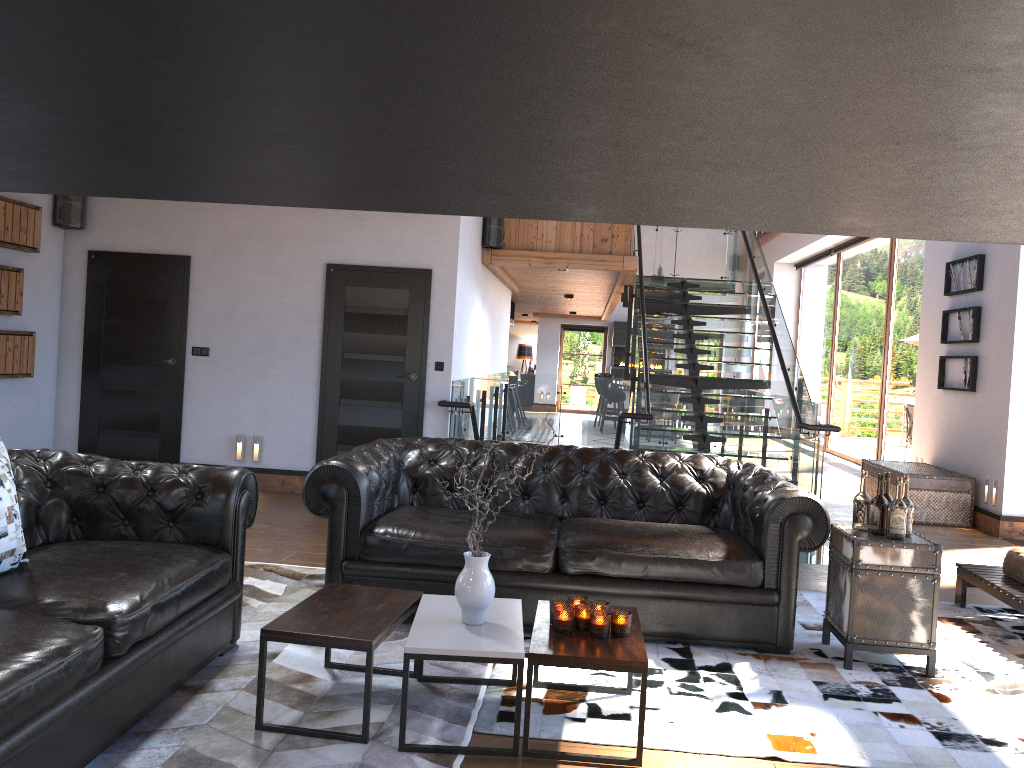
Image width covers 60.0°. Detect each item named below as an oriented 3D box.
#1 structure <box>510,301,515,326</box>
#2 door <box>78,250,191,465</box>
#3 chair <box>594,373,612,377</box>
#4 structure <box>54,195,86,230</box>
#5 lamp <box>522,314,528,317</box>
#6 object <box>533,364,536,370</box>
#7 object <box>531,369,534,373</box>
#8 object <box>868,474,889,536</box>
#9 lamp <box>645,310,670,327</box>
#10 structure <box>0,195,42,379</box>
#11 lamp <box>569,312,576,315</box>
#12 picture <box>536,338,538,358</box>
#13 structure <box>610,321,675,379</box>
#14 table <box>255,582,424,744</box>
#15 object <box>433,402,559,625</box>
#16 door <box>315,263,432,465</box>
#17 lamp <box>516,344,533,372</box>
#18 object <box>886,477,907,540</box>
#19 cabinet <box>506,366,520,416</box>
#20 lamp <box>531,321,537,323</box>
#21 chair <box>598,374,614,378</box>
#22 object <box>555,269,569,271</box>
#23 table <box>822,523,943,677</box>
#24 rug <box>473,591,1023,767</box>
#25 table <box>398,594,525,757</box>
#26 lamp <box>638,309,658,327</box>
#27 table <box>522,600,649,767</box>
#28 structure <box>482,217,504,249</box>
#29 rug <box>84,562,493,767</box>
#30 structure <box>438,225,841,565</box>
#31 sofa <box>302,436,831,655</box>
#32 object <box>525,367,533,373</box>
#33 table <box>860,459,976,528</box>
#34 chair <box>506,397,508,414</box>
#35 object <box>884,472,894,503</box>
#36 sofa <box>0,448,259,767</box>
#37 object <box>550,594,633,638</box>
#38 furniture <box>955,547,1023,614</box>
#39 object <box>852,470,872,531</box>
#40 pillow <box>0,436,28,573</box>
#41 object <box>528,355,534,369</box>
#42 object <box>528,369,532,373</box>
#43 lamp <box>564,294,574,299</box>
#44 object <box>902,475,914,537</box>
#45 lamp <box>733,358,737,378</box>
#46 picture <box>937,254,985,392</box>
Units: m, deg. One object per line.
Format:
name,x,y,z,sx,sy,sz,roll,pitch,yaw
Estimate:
structure,-0.434,-1.386,16.408,0.710,0.476,3.256,4,2,4
door,-3.402,-0.149,7.981,0.940,2.055,0.144,4,1,3
chair,1.846,0.340,17.134,0.571,1.092,0.502,3,1,-12
structure,-3.931,-1.556,7.880,0.213,0.349,0.214,4,1,4
lamp,0.328,-1.739,22.344,0.155,0.068,0.261,4,2,4
object,0.514,-0.377,22.474,0.209,0.270,0.287,4,1,4
object,0.504,-0.293,21.997,0.107,0.135,0.098,4,2,35
object,1.737,0.566,4.190,0.088,0.286,0.087,3,1,-18
lamp,2.818,-3.405,16.363,0.629,4.683,0.614,3,1,-41
structure,-4.236,-0.759,6.602,0.320,1.444,1.856,4,2,4
lamp,1.372,-1.596,19.946,0.155,0.068,0.261,4,2,4
picture,0.656,-0.995,22.278,0.020,0.781,0.564,4,1,4
structure,3.114,-0.636,21.274,1.442,1.649,0.434,4,1,3
table,-0.620,1.017,3.329,0.399,0.350,0.653,4,2,9
object,-0.093,0.470,3.280,0.404,0.808,0.623,4,1,15
door,-1.231,-0.013,7.859,0.940,2.055,0.144,4,1,3
lamp,0.870,-0.320,26.709,1.640,1.698,0.520,3,1,-18
object,1.785,0.572,4.106,0.087,0.286,0.088,4,1,14
cabinet,-0.505,0.211,16.623,0.887,1.103,4.810,4,2,4
lamp,0.651,-1.851,26.322,0.155,0.068,0.261,4,2,4
chair,1.817,0.371,16.170,0.567,1.092,0.505,4,1,3
object,0.560,-1.313,9.931,0.155,0.068,0.261,4,2,4
table,1.743,1.010,4.202,0.405,0.609,0.418,4,1,4
rug,1.864,1.295,4.216,3.802,0.053,2.437,4,2,4
table,-0.170,1.046,3.268,0.400,0.350,0.650,3,2,-1
lamp,2.947,-3.450,17.953,0.629,4.683,0.614,3,1,-41
table,0.268,1.073,3.268,0.399,0.350,0.651,4,2,4
structure,-0.205,-1.625,9.456,0.213,0.349,0.214,4,1,4
rug,-1.338,1.131,3.290,2.427,0.053,4.053,4,2,5
structure,4.095,0.830,11.446,9.197,6.396,11.046,4,2,4
sofa,0.269,0.785,4.801,2.563,0.838,1.241,4,2,3
object,0.438,-0.344,22.425,0.201,0.197,0.357,4,2,16
table,4.003,1.065,8.842,0.683,0.469,1.257,4,2,4
chair,-0.152,0.412,15.120,0.468,0.839,0.540,4,1,4
object,1.797,0.567,4.269,0.086,0.286,0.089,5,2,44
sofa,-1.823,0.725,2.776,1.238,0.838,2.570,4,2,4
object,0.279,0.859,3.246,0.299,0.081,0.249,5,2,42
furniture,3.149,1.190,3.940,1.174,0.436,2.765,4,2,4
object,1.694,0.561,4.279,0.088,0.286,0.087,3,1,-19
pillow,-1.838,0.406,2.970,0.282,0.469,0.530,4,2,7
object,0.472,-0.486,22.161,0.151,0.504,0.325,4,1,4
object,0.449,-0.293,21.875,0.108,0.135,0.096,3,1,-6
lamp,0.944,-1.447,14.666,0.155,0.068,0.261,4,2,4
object,1.857,0.573,4.200,0.087,0.286,0.088,4,1,16
lamp,5.156,-0.242,20.514,0.467,0.725,0.472,4,1,13
picture,4.459,-0.590,8.818,0.059,1.312,0.775,4,1,5
